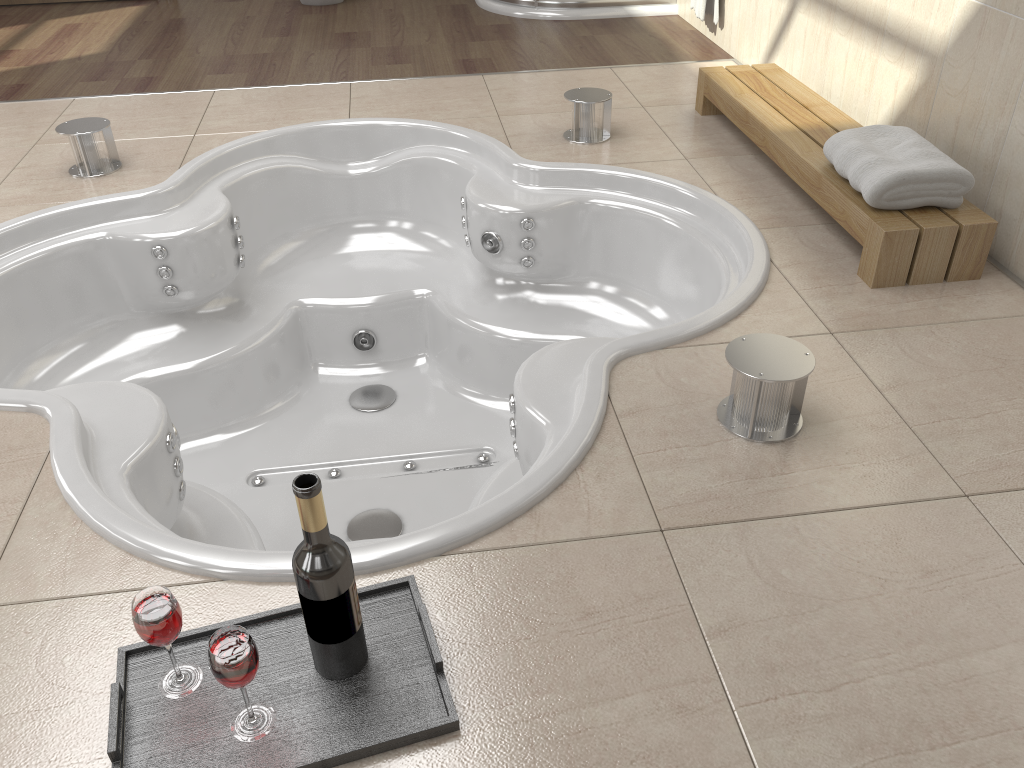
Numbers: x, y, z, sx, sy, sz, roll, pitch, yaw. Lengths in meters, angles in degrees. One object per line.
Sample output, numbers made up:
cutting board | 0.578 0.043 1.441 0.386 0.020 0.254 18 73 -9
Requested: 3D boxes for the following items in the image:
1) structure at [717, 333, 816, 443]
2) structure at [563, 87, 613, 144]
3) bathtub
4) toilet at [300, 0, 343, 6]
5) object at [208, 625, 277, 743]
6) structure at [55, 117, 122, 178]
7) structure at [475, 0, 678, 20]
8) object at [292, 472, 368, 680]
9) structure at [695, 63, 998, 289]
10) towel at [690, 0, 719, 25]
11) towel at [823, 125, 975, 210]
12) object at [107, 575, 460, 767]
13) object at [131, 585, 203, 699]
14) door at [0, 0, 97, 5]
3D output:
structure | 0.442 0.006 1.554 0.150 0.131 0.150 0 35 2
structure | 0.236 -0.840 2.776 0.150 0.131 0.150 -12 36 -14
bathtub | -0.396 -0.033 2.306 1.754 0.674 1.751 23 41 30
toilet | -0.966 -2.093 4.395 0.337 0.388 0.519 -5 35 -6
object | -0.318 0.352 1.044 0.055 0.153 0.055 -10 36 -12
structure | -1.249 -0.700 2.622 0.150 0.131 0.150 -28 43 -33
structure | 0.251 -2.727 3.924 0.900 1.917 0.900 -5 35 -6
object | -0.227 0.234 1.077 0.070 0.307 0.070 -28 43 -32
structure | 0.837 -0.641 2.465 0.260 0.140 1.280 -5 35 -6
towel | 0.791 -1.778 3.504 0.083 0.635 0.280 -5 35 -5
towel | 0.888 -0.514 2.072 0.233 0.099 0.331 -3 35 -2
object | -0.293 0.378 1.123 0.400 0.040 0.250 -11 36 -14
object | -0.427 0.319 1.096 0.055 0.153 0.055 -10 36 -12
door | -2.308 -2.812 4.014 0.861 2.026 0.102 -7 35 -8
